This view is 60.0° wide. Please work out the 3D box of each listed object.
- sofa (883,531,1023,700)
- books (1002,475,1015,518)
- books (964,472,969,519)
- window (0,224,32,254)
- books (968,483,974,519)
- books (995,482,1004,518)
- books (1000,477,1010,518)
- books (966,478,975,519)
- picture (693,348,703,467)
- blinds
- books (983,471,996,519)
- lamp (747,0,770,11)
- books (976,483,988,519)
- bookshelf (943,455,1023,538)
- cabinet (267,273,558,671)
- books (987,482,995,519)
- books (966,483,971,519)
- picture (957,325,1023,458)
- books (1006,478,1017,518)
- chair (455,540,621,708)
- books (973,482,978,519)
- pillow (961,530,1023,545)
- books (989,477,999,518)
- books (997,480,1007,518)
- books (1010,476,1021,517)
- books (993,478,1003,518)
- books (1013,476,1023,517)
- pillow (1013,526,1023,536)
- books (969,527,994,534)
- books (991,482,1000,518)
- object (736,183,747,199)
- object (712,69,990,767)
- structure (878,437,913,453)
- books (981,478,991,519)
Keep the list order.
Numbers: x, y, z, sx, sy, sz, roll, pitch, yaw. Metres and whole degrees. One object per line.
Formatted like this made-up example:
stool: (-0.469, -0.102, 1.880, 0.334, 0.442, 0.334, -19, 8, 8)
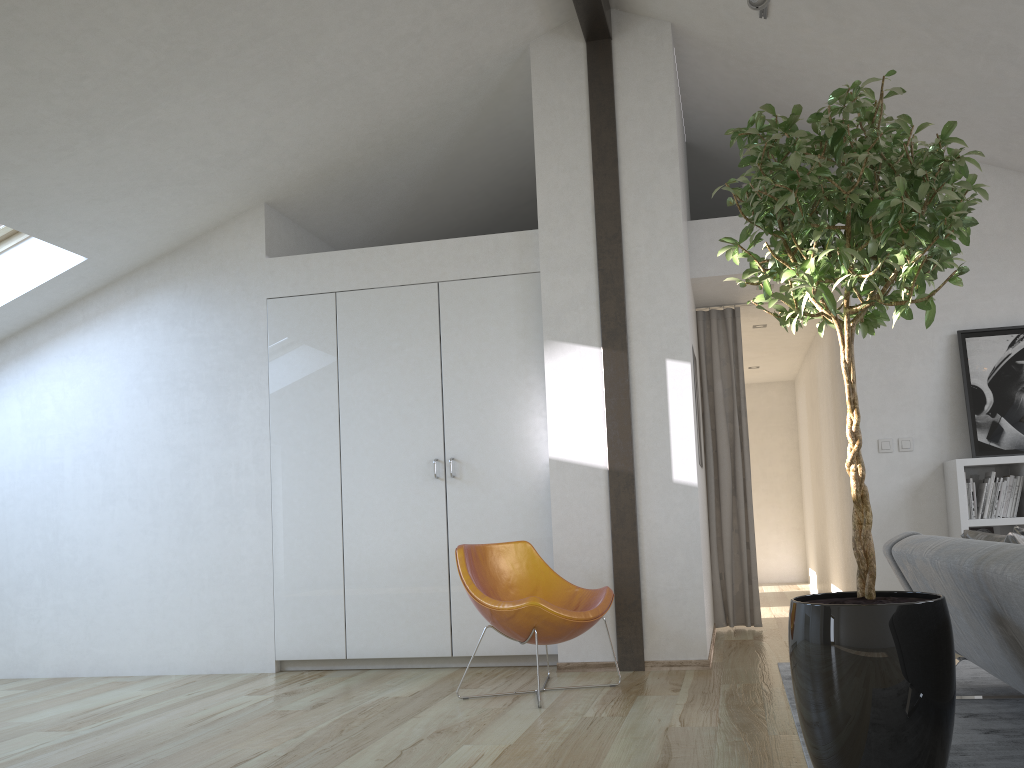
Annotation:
sofa: (1.848, 0.790, 2.660, 0.979, 0.678, 2.598, -4, -9, 13)
books: (2.794, 0.639, 5.034, 0.082, 0.235, 0.149, -4, -6, 13)
books: (2.577, 0.641, 5.082, 0.023, 0.266, 0.145, -3, -5, 13)
window: (-3.615, -0.680, 4.877, 1.819, 0.723, 1.553, -4, -8, 11)
books: (2.605, 0.668, 5.068, 0.012, 0.206, 0.133, -3, -6, 13)
books: (2.743, 0.658, 5.024, 0.062, 0.200, 0.133, -4, -6, 13)
books: (2.776, 0.645, 5.037, 0.072, 0.227, 0.151, -4, -6, 13)
books: (2.617, 0.656, 5.073, 0.011, 0.229, 0.131, -3, -5, 13)
picture: (1.140, 0.157, 5.439, 0.007, 0.695, 0.613, -4, -6, 14)
blinds: (1.299, 0.603, 6.352, 0.817, 2.256, 0.142, -3, -4, 9)
books: (2.693, 0.633, 5.040, 0.087, 0.262, 0.145, -4, -5, 13)
lamp: (1.126, -1.824, 4.056, 0.147, 0.248, 0.180, -3, -6, 1)
books: (2.658, 0.665, 5.040, 0.062, 0.200, 0.133, -4, -6, 13)
bookshelf: (4.020, 0.849, 4.812, 3.011, 1.043, 0.305, -4, -5, 10)
cabinet: (-0.599, 0.532, 5.185, 1.718, 2.227, 0.127, -4, -4, 10)
books: (2.701, 0.662, 5.037, 0.062, 0.200, 0.133, -4, -6, 13)
books: (2.595, 0.670, 5.077, 0.012, 0.204, 0.133, -3, -6, 13)
picture: (2.978, 0.034, 5.125, 0.678, 0.770, 0.133, -4, -4, 10)
books: (2.810, 0.647, 5.026, 0.072, 0.216, 0.144, -4, -6, 13)
chair: (0.107, 1.120, 4.288, 0.676, 0.717, 0.700, -8, -9, 42)
books: (2.628, 0.667, 5.065, 0.011, 0.204, 0.133, -3, -6, 13)
pillow: (1.753, 0.654, 3.027, 0.251, 0.316, 0.678, -4, -8, 14)
books: (2.718, 0.649, 5.047, 0.072, 0.227, 0.151, -4, -6, 13)
books: (2.757, 0.654, 5.029, 0.068, 0.207, 0.138, -4, -6, 13)
books: (2.826, 0.639, 5.019, 0.072, 0.227, 0.151, -4, -6, 13)
books: (2.736, 0.647, 5.031, 0.068, 0.224, 0.131, -4, -5, 13)
books: (2.835, 0.636, 5.004, 0.072, 0.227, 0.151, -4, -6, 13)
pillow: (1.933, 0.627, 3.068, 0.267, 0.338, 0.591, -4, -8, 17)
books: (2.705, 0.971, 5.140, 0.187, 0.273, 0.097, -4, -5, 11)
books: (2.722, 0.659, 5.026, 0.062, 0.200, 0.133, -4, -6, 13)
object: (1.503, -1.168, 5.661, 0.106, 0.240, 0.113, -7, -7, 43)
object: (1.023, 0.135, 2.513, 0.810, 2.005, 0.808, -2, -5, -10)
structure: (2.020, 0.661, 7.091, 0.185, 0.079, 3.717, -1, -9, -9)
books: (2.671, 0.650, 5.035, 0.068, 0.224, 0.131, -4, -5, 13)
